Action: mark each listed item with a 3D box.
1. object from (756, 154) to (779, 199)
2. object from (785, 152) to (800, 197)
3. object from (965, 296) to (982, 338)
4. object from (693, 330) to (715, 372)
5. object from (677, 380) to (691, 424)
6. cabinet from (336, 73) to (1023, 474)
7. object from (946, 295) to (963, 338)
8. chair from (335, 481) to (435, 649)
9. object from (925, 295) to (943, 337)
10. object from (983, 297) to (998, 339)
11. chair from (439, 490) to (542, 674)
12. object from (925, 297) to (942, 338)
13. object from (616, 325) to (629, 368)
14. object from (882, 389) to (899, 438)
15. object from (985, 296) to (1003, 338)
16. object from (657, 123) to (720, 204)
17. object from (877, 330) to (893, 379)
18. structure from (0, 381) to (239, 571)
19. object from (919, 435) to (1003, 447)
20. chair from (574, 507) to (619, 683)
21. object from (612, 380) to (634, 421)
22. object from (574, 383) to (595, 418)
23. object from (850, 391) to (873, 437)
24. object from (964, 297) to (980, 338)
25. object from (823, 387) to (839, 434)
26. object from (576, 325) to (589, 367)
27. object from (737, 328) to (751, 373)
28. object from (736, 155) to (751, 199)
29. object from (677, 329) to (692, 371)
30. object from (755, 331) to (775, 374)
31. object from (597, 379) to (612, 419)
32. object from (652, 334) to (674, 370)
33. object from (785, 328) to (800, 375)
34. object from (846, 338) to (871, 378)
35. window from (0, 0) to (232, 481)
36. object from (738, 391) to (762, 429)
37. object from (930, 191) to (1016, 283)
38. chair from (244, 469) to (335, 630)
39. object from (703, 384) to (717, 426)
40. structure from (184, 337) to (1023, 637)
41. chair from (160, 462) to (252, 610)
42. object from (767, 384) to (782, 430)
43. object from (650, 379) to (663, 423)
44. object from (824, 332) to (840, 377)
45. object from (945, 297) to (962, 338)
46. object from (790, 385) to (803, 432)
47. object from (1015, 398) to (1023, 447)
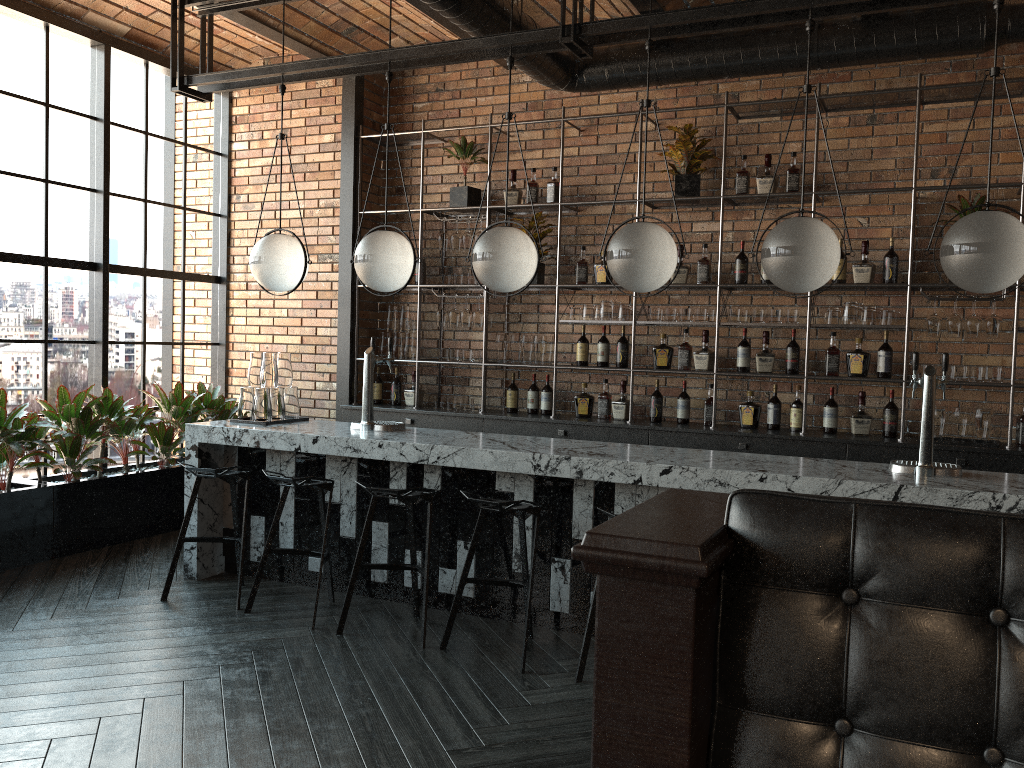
[{"bbox_3d":[1.659,-1.350,5.755,0.123,0.279,0.123,3,3,29],"label":"object"},{"bbox_3d":[1.801,-1.345,5.687,0.083,0.282,0.083,2,3,10],"label":"object"},{"bbox_3d":[2.705,-0.393,5.195,0.092,0.244,0.092,0,3,-26],"label":"object"},{"bbox_3d":[1.295,-0.223,5.945,0.123,0.279,0.123,4,3,39],"label":"object"},{"bbox_3d":[1.170,0.122,6.037,0.086,0.298,0.086,1,3,-16],"label":"object"},{"bbox_3d":[0.228,-0.701,6.400,7.075,3.779,0.564,3,3,25],"label":"cabinet"},{"bbox_3d":[2.616,-0.398,5.237,0.092,0.244,0.092,0,3,-26],"label":"object"},{"bbox_3d":[-0.544,0.832,4.328,0.475,0.737,0.414,3,3,20],"label":"chair"},{"bbox_3d":[2.516,-0.403,5.283,0.092,0.244,0.092,0,3,-26],"label":"object"},{"bbox_3d":[2.869,-0.393,5.300,0.092,0.244,0.092,0,3,-26],"label":"object"},{"bbox_3d":[-0.018,0.858,4.083,0.475,0.737,0.414,3,3,35],"label":"chair"},{"bbox_3d":[2.586,-0.408,5.432,0.092,0.244,0.092,0,3,-26],"label":"object"},{"bbox_3d":[0.775,-0.261,6.205,0.086,0.297,0.086,1,3,-16],"label":"object"},{"bbox_3d":[2.344,0.181,5.486,0.086,0.299,0.086,1,3,-16],"label":"object"},{"bbox_3d":[2.799,-0.389,5.151,0.092,0.244,0.092,0,3,-26],"label":"object"},{"bbox_3d":[1.183,-1.499,6.011,0.425,0.526,0.430,3,3,27],"label":"object"},{"bbox_3d":[2.315,-0.183,5.500,0.086,0.298,0.086,1,3,-16],"label":"object"},{"bbox_3d":[-2.985,0.540,5.524,0.757,1.072,4.107,3,3,24],"label":"structure"},{"bbox_3d":[2.662,0.341,5.279,0.437,0.019,0.273,3,3,25],"label":"object"},{"bbox_3d":[0.562,0.888,3.813,0.475,0.737,0.414,3,3,20],"label":"chair"},{"bbox_3d":[0.776,0.114,6.198,0.123,0.279,0.123,4,3,39],"label":"object"},{"bbox_3d":[0.516,0.116,6.334,0.151,0.248,0.094,2,3,14],"label":"object"},{"bbox_3d":[2.183,0.185,5.543,0.123,0.279,0.123,2,3,14],"label":"object"},{"bbox_3d":[2.775,-0.398,5.344,0.092,0.244,0.092,0,3,-26],"label":"object"},{"bbox_3d":[2.029,0.165,5.638,0.086,0.298,0.086,1,3,-16],"label":"object"},{"bbox_3d":[0.507,-0.274,6.333,0.086,0.299,0.086,1,3,-16],"label":"object"},{"bbox_3d":[1.533,-0.223,5.857,0.086,0.298,0.086,1,3,-16],"label":"object"},{"bbox_3d":[1.517,-1.359,5.819,0.083,0.282,0.083,3,3,25],"label":"object"},{"bbox_3d":[1.175,-0.232,6.015,0.083,0.282,0.083,3,3,25],"label":"object"},{"bbox_3d":[1.652,-0.205,5.779,0.123,0.279,0.123,2,3,14],"label":"object"},{"bbox_3d":[0.657,0.105,6.268,0.083,0.282,0.083,3,3,25],"label":"object"},{"bbox_3d":[1.034,-0.221,6.081,0.151,0.248,0.094,2,3,14],"label":"object"},{"bbox_3d":[1.813,-0.209,5.722,0.086,0.299,0.086,1,3,-16],"label":"object"},{"bbox_3d":[2.169,-0.164,5.553,0.151,0.248,0.094,3,3,34],"label":"object"},{"bbox_3d":[-5.863,-0.638,0.143,0.168,3.253,16.179,3,3,25],"label":"window"},{"bbox_3d":[1.568,0.169,5.844,0.151,0.248,0.094,3,3,34],"label":"object"},{"bbox_3d":[2.713,-0.861,5.239,0.374,0.560,0.398,2,3,-3],"label":"object"},{"bbox_3d":[-1.054,0.806,4.565,0.475,0.737,0.414,3,3,30],"label":"chair"},{"bbox_3d":[1.332,0.139,5.954,0.083,0.282,0.083,2,3,10],"label":"object"},{"bbox_3d":[0.950,0.506,4.844,5.346,1.430,1.930,3,3,25],"label":"structure"},{"bbox_3d":[-1.572,0.780,4.806,0.475,0.737,0.414,2,3,15],"label":"chair"},{"bbox_3d":[1.714,0.150,5.791,0.086,0.298,0.086,1,3,-16],"label":"object"},{"bbox_3d":[0.993,0.115,6.084,0.086,0.297,0.086,0,3,-31],"label":"object"},{"bbox_3d":[2.031,-0.189,5.617,0.083,0.282,0.083,2,3,10],"label":"object"},{"bbox_3d":[2.686,-0.403,5.386,0.092,0.244,0.092,0,3,-26],"label":"object"},{"bbox_3d":[1.840,0.158,5.717,0.080,0.299,0.080,3,3,27],"label":"object"},{"bbox_3d":[2.999,0.223,5.178,0.083,0.282,0.083,2,3,10],"label":"object"}]
